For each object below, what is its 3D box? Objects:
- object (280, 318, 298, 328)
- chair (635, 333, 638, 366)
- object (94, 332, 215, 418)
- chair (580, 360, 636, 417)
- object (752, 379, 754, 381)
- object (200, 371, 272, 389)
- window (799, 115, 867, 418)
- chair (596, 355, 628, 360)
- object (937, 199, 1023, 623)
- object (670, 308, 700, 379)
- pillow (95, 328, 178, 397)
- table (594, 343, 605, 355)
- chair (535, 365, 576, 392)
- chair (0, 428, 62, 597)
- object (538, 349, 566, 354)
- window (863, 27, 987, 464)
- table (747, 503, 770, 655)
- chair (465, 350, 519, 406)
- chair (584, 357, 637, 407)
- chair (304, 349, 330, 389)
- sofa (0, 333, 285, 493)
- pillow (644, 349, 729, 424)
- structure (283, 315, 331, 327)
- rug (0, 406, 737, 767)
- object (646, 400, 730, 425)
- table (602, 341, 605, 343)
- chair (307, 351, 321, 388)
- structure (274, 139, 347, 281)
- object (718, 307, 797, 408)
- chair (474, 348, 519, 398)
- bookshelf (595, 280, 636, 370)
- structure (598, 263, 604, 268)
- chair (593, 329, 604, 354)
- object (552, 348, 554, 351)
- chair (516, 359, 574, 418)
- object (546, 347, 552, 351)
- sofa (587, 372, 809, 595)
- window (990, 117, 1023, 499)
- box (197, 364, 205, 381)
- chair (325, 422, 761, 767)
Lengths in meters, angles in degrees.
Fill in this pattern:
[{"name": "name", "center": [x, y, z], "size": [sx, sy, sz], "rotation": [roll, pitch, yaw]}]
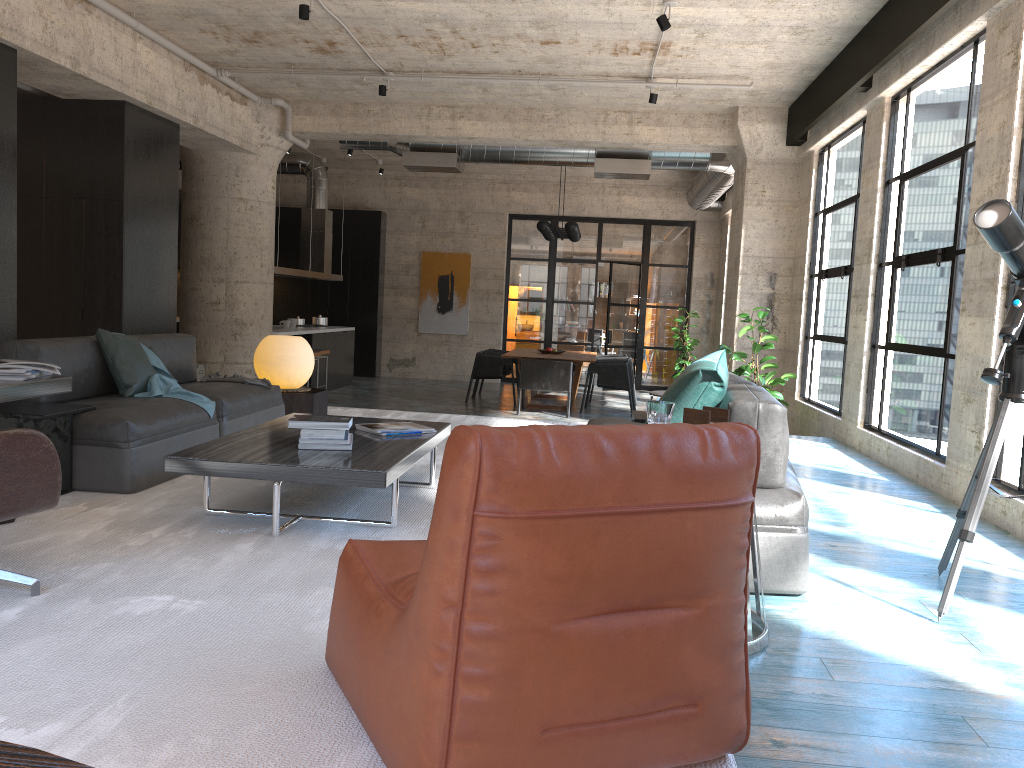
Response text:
[{"name": "object", "center": [-3.303, -0.903, 13.128], "size": [0.188, 0.133, 0.437], "rotation": [3, 5, 6]}, {"name": "chair", "center": [2.415, -0.555, 18.270], "size": [0.653, 1.015, 0.684], "rotation": [3, 5, 4]}, {"name": "object", "center": [-2.146, -0.062, 5.101], "size": [0.985, 0.438, 0.444], "rotation": [6, 6, 32]}, {"name": "chair", "center": [1.386, 0.037, 12.527], "size": [0.754, 0.738, 0.707], "rotation": [4, 5, 10]}, {"name": "object", "center": [2.380, 0.049, 9.278], "size": [0.327, 0.253, 0.546], "rotation": [3, 5, 5]}, {"name": "object", "center": [-1.825, 0.013, 5.980], "size": [0.433, 0.185, 0.429], "rotation": [3, 5, 1]}, {"name": "window", "center": [2.964, -1.026, 8.168], "size": [0.081, 2.530, 1.780], "rotation": [3, 5, 5]}, {"name": "chair", "center": [1.578, -0.096, 14.148], "size": [0.754, 0.738, 0.707], "rotation": [3, 5, 5]}, {"name": "object", "center": [1.790, 0.091, 3.142], "size": [0.617, 1.406, 0.595], "rotation": [3, 5, 7]}, {"name": "object", "center": [3.008, -0.544, 15.503], "size": [0.514, 1.552, 0.886], "rotation": [3, 5, 2]}, {"name": "pillow", "center": [-2.104, -0.120, 5.097], "size": [0.320, 0.393, 0.670], "rotation": [4, 5, 12]}, {"name": "table", "center": [2.395, -0.442, 18.648], "size": [1.800, 0.721, 0.800], "rotation": [3, 5, 5]}, {"name": "chair", "center": [0.712, -0.182, 14.632], "size": [0.707, 0.738, 0.754], "rotation": [3, 5, 5]}, {"name": "chair", "center": [-1.963, 0.174, 2.636], "size": [0.975, 0.940, 0.820], "rotation": [-2, 7, -44]}, {"name": "object", "center": [0.586, -0.492, 13.190], "size": [0.435, 0.079, 0.435], "rotation": [7, 7, 42]}, {"name": "window", "center": [2.743, -0.842, 5.942], "size": [0.081, 2.530, 1.780], "rotation": [3, 5, 5]}, {"name": "table", "center": [0.541, 0.458, 2.764], "size": [0.549, 0.603, 0.549], "rotation": [2, 5, -15]}, {"name": "chair", "center": [-0.261, -0.103, 13.168], "size": [0.754, 0.738, 0.707], "rotation": [3, 5, 5]}, {"name": "chair", "center": [1.519, -0.030, 13.361], "size": [0.754, 0.738, 0.707], "rotation": [4, 5, 10]}, {"name": "chair", "center": [-2.802, -0.126, 12.198], "size": [0.450, 0.698, 0.450], "rotation": [3, 5, 5]}, {"name": "sofa", "center": [-2.154, 0.067, 5.194], "size": [1.019, 0.680, 2.063], "rotation": [3, 5, 5]}, {"name": "pillow", "center": [0.778, 0.070, 3.922], "size": [0.349, 0.466, 1.042], "rotation": [4, 5, 16]}, {"name": "structure", "center": [-3.241, -1.011, 14.084], "size": [0.506, 0.187, 0.833], "rotation": [3, 5, 5]}, {"name": "rug", "center": [-0.791, 0.584, 3.941], "size": [2.954, 0.032, 7.768], "rotation": [3, 5, 5]}, {"name": "object", "center": [0.537, 0.106, 2.776], "size": [0.287, 0.096, 0.206], "rotation": [-2, 7, -44]}, {"name": "table", "center": [2.371, -0.609, 20.538], "size": [1.800, 0.721, 0.800], "rotation": [3, 5, 5]}, {"name": "chair", "center": [-2.807, -0.079, 11.655], "size": [0.450, 0.698, 0.450], "rotation": [3, 5, 5]}, {"name": "structure", "center": [-3.152, -2.617, 12.979], "size": [0.538, 2.100, 3.117], "rotation": [3, 5, 5]}, {"name": "object", "center": [2.362, 0.023, 8.686], "size": [0.886, 1.552, 0.514], "rotation": [2, 5, -8]}, {"name": "chair", "center": [-0.180, -0.162, 13.895], "size": [0.754, 0.738, 0.707], "rotation": [3, 5, 5]}, {"name": "bookshelf", "center": [2.683, -1.484, 22.331], "size": [3.034, 2.179, 0.366], "rotation": [3, 5, 5]}, {"name": "structure", "center": [1.918, -3.080, 22.455], "size": [0.812, 0.218, 0.200], "rotation": [3, 5, 5]}, {"name": "chair", "center": [1.918, -0.723, 19.895], "size": [0.653, 1.015, 0.684], "rotation": [7, 6, 39]}, {"name": "object", "center": [0.619, -0.502, 13.233], "size": [0.110, 0.082, 0.088], "rotation": [-2, 7, -44]}, {"name": "chair", "center": [0.461, 0.034, 12.028], "size": [0.707, 0.738, 0.754], "rotation": [3, 5, 5]}, {"name": "object", "center": [0.593, -0.503, 13.165], "size": [0.219, 0.097, 0.100], "rotation": [-1, 7, -41]}, {"name": "sofa", "center": [0.797, 0.314, 4.073], "size": [1.019, 0.680, 2.063], "rotation": [3, 5, 5]}, {"name": "window", "center": [2.522, -0.658, 3.717], "size": [0.081, 2.530, 1.780], "rotation": [3, 5, 5]}, {"name": "box", "center": [-2.998, 0.034, 8.280], "size": [0.280, 0.441, 0.331], "rotation": [2, 5, -5]}, {"name": "chair", "center": [0.041, 0.421, 2.091], "size": [0.801, 0.759, 0.920], "rotation": [1, 6, -24]}]
